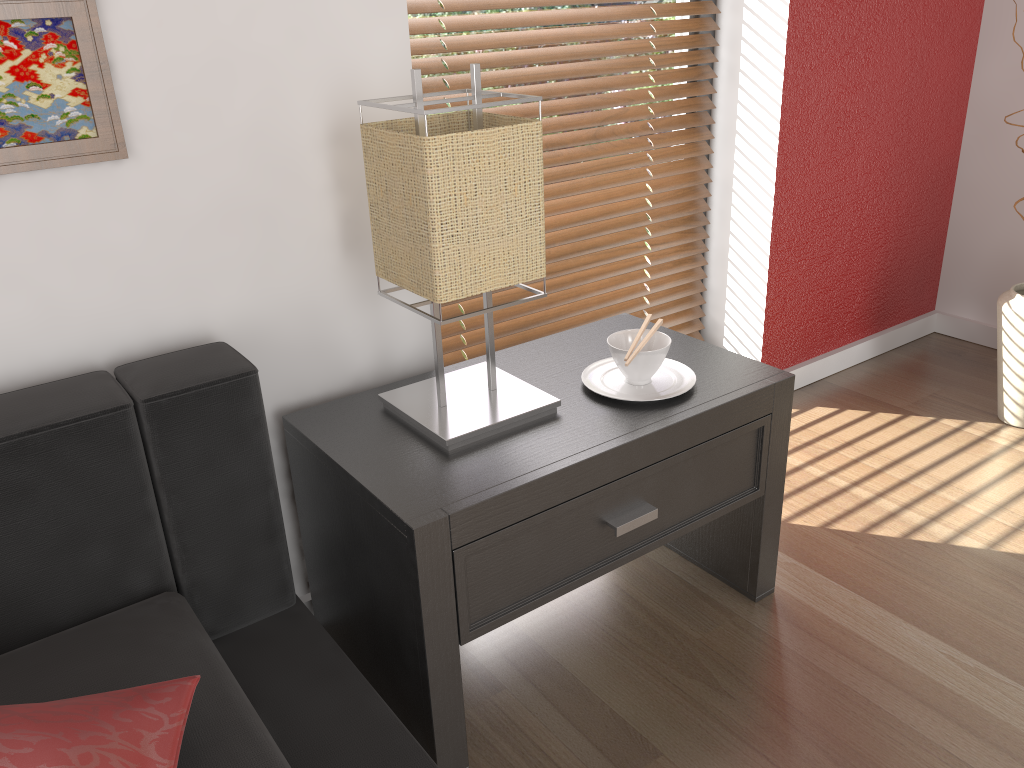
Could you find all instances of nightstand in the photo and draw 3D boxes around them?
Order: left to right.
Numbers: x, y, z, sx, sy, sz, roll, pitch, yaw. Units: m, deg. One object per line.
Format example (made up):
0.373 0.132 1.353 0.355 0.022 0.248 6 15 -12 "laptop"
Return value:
0.063 0.212 1.459 0.700 0.423 0.413 -18 28 -31 "nightstand"

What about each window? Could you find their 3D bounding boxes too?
0.044 -0.908 1.784 0.889 1.893 0.020 -18 28 -31 "window"

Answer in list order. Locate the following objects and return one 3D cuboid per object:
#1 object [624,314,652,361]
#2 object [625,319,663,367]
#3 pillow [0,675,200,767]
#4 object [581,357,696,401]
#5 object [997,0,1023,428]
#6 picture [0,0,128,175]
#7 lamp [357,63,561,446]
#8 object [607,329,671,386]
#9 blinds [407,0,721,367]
0.197 -0.074 1.380 0.007 0.007 0.192 6 25 18 "object"
0.203 -0.065 1.359 0.007 0.007 0.192 8 26 22 "object"
-0.621 0.423 0.641 0.745 0.172 0.418 -9 25 -14 "pillow"
0.200 -0.007 1.402 0.179 0.012 0.179 -6 24 -9 "object"
1.164 -0.373 1.914 0.364 1.035 0.422 11 27 28 "object"
-0.582 -0.357 1.053 0.200 0.200 0.010 -18 28 -31 "picture"
-0.076 -0.191 1.241 0.200 0.480 0.200 -18 28 -31 "lamp"
0.198 -0.037 1.389 0.099 0.069 0.099 -6 24 -9 "object"
-1.499 -0.335 0.731 4.840 1.952 0.032 -18 28 -31 "blinds"
